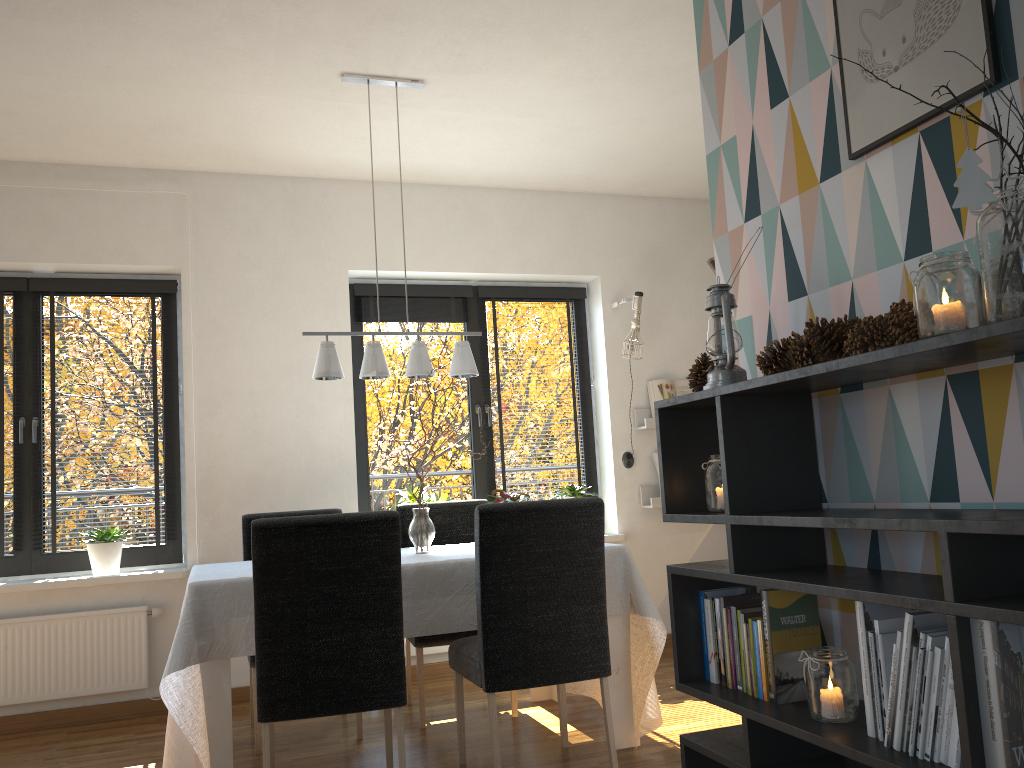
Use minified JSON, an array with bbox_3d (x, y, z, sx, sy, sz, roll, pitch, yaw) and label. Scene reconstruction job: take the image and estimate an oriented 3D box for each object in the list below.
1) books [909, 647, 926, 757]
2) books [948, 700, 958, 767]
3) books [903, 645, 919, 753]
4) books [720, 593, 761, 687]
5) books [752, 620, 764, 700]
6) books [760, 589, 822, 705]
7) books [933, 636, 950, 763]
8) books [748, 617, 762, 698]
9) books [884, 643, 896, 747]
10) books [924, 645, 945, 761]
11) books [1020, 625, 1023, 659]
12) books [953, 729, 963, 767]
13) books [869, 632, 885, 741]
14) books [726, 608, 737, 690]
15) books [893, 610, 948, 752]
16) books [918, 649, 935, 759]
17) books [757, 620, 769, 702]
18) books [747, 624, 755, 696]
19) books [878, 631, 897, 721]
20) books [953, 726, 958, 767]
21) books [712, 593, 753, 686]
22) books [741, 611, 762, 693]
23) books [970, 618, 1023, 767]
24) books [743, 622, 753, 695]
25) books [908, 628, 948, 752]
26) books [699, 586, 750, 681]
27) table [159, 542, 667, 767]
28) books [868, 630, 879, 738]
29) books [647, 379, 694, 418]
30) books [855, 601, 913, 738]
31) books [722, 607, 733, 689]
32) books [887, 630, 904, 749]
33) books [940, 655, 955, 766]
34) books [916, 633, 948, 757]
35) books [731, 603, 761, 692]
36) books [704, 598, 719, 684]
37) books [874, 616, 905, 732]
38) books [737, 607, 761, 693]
[{"bbox_3d":[0.726,0.529,1.492,0.119,0.185,0.058,-1,-6,-19],"label":"books"},{"bbox_3d":[0.765,0.511,1.422,0.129,0.199,0.067,-1,-6,-19],"label":"books"},{"bbox_3d":[0.726,0.531,1.515,0.119,0.184,0.058,-1,-6,-19],"label":"books"},{"bbox_3d":[0.549,0.597,2.076,0.115,0.203,0.014,-1,-6,-19],"label":"books"},{"bbox_3d":[0.578,0.599,1.940,0.096,0.165,0.022,-1,-6,-19],"label":"books"},{"bbox_3d":[0.604,0.558,1.909,0.127,0.235,0.030,-1,-6,-19],"label":"books"},{"bbox_3d":[0.758,0.511,1.455,0.135,0.209,0.067,-1,-6,-19],"label":"books"},{"bbox_3d":[0.578,0.599,1.959,0.109,0.169,0.014,-1,-6,-19],"label":"books"},{"bbox_3d":[0.709,0.537,1.550,0.119,0.184,0.058,-1,-6,-19],"label":"books"},{"bbox_3d":[0.744,0.521,1.465,0.124,0.191,0.063,-1,-6,-19],"label":"books"},{"bbox_3d":[0.828,0.456,1.300,0.165,0.270,0.026,-1,-6,-19],"label":"books"},{"bbox_3d":[0.758,0.502,1.391,0.135,0.209,0.067,-1,-6,-19],"label":"books"},{"bbox_3d":[0.707,0.540,1.607,0.119,0.190,0.011,-1,-6,-19],"label":"books"},{"bbox_3d":[0.555,0.605,2.046,0.116,0.181,0.015,-1,-6,-19],"label":"books"},{"bbox_3d":[0.722,0.505,1.524,0.130,0.241,0.081,-1,-6,-19],"label":"books"},{"bbox_3d":[0.734,0.526,1.475,0.119,0.184,0.058,-1,-6,-19],"label":"books"},{"bbox_3d":[0.584,0.594,1.924,0.096,0.170,0.012,-1,-6,-19],"label":"books"},{"bbox_3d":[0.573,0.607,1.971,0.100,0.155,0.013,-1,-6,-19],"label":"books"},{"bbox_3d":[0.715,0.538,1.587,0.119,0.188,0.011,-1,-6,-19],"label":"books"},{"bbox_3d":[0.766,0.503,1.406,0.135,0.209,0.067,-1,-6,-19],"label":"books"},{"bbox_3d":[0.540,0.602,2.098,0.123,0.199,0.032,-1,-6,-19],"label":"books"},{"bbox_3d":[0.568,0.601,1.997,0.099,0.174,0.012,-1,-6,-19],"label":"books"},{"bbox_3d":[0.774,0.465,1.321,0.161,0.265,0.048,-1,-6,-19],"label":"books"},{"bbox_3d":[0.568,0.609,1.983,0.100,0.155,0.013,-1,-6,-19],"label":"books"},{"bbox_3d":[0.740,0.517,1.507,0.135,0.209,0.067,-1,-6,-19],"label":"books"},{"bbox_3d":[0.523,0.604,2.152,0.127,0.209,0.030,-1,-6,-19],"label":"books"},{"bbox_3d":[-0.434,1.077,3.588,1.856,0.762,1.237,-1,-7,-18],"label":"table"},{"bbox_3d":[0.710,0.542,1.619,0.119,0.188,0.011,-1,-6,-19],"label":"books"},{"bbox_3d":[1.029,0.117,5.473,0.364,0.299,0.110,-1,-6,-19],"label":"books"},{"bbox_3d":[0.703,0.516,1.637,0.130,0.245,0.021,-1,-6,-19],"label":"books"},{"bbox_3d":[0.548,0.606,2.059,0.116,0.181,0.015,-1,-6,-19],"label":"books"},{"bbox_3d":[0.710,0.523,1.538,0.118,0.206,0.063,-1,-6,-19],"label":"books"},{"bbox_3d":[0.763,0.504,1.439,0.134,0.217,0.077,-1,-6,-19],"label":"books"},{"bbox_3d":[0.735,0.516,1.483,0.118,0.206,0.063,-1,-6,-19],"label":"books"},{"bbox_3d":[0.566,0.599,2.031,0.121,0.187,0.021,-1,-6,-19],"label":"books"},{"bbox_3d":[0.529,0.608,2.124,0.126,0.194,0.025,-1,-6,-19],"label":"books"},{"bbox_3d":[0.715,0.528,1.600,0.118,0.211,0.010,-1,-6,-19],"label":"books"},{"bbox_3d":[0.571,0.600,2.013,0.116,0.181,0.015,-1,-6,-19],"label":"books"}]
